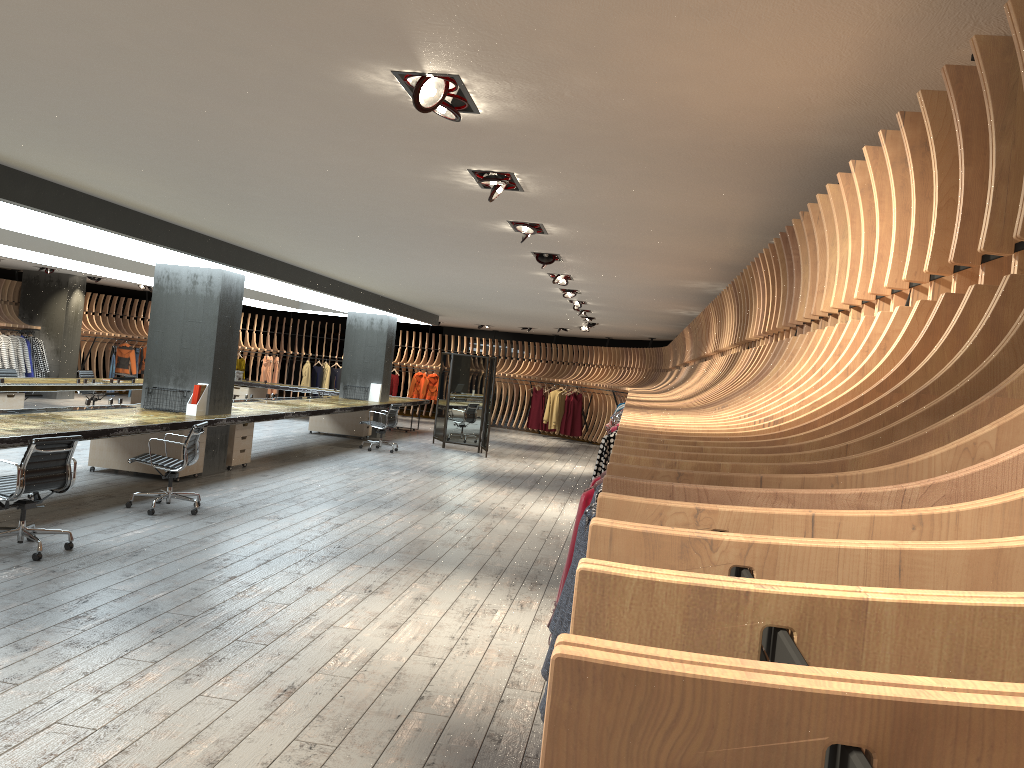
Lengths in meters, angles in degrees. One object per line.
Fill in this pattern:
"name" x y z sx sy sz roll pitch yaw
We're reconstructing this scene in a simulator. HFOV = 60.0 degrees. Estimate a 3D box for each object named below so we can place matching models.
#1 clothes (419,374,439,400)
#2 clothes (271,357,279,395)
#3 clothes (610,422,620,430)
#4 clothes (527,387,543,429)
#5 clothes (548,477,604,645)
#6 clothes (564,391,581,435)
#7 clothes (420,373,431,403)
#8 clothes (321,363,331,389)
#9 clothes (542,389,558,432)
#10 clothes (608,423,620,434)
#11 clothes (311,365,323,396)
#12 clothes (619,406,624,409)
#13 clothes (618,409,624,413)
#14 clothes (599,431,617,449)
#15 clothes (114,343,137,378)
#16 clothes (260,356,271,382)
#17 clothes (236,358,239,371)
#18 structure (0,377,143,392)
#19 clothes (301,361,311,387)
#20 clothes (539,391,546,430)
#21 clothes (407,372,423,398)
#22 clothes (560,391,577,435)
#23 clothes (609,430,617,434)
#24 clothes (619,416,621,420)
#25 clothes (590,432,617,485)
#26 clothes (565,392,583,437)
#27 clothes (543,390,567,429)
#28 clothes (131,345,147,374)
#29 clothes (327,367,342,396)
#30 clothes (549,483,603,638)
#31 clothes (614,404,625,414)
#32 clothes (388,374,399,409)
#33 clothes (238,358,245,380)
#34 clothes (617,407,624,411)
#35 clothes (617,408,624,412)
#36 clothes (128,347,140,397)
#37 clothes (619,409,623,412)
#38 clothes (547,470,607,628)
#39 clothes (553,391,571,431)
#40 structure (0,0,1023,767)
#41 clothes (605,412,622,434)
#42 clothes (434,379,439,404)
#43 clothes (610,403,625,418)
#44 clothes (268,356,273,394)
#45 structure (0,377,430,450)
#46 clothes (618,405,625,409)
"clothes" -2.303 0.134 25.467 0.201 0.881 0.839 6 0 38
"clothes" -6.715 -0.203 25.141 0.125 1.156 0.447 6 0 -28
"clothes" 1.190 0.980 8.776 0.840 1.312 0.320 6 0 27
"clothes" 0.664 0.648 23.727 0.444 1.129 0.126 6 0 5
"clothes" 0.581 0.999 3.722 0.840 1.317 0.318 6 0 15
"clothes" 1.583 0.761 22.546 0.444 1.129 0.126 6 0 5
"clothes" -2.495 0.113 25.563 0.201 0.881 0.839 6 0 13
"clothes" -5.403 -0.172 25.576 0.249 0.890 0.705 6 0 -42
"clothes" 1.038 0.693 23.273 0.443 1.129 0.127 6 0 -30
"clothes" 1.153 0.981 8.490 0.840 1.312 0.320 6 0 37
"clothes" -5.642 0.132 25.513 0.540 1.353 0.087 6 0 42
"clothes" 2.024 0.865 15.097 0.733 1.106 0.165 6 0 7
"clothes" 1.704 0.970 12.590 0.840 1.312 0.321 6 0 17
"clothes" 1.021 0.924 7.441 0.773 1.160 0.191 6 0 8
"clothes" -9.778 -0.593 22.368 0.840 0.881 0.200 6 0 23
"clothes" -6.970 -0.228 25.024 0.447 1.156 0.125 6 0 42
"clothes" -7.792 -0.241 24.516 0.665 1.045 0.168 6 0 39
"structure" -7.409 0.289 12.952 1.162 0.844 10.449 6 1 8
"clothes" -5.910 -0.222 25.435 0.250 0.890 0.705 6 0 -32
"clothes" 0.820 0.667 23.535 0.127 1.129 0.444 6 0 0
"clothes" -2.729 0.089 25.561 0.201 0.881 0.839 6 0 23
"clothes" 1.487 0.749 22.685 0.443 1.129 0.127 6 0 -20
"clothes" 1.046 0.922 7.732 0.773 1.160 0.191 6 0 28
"clothes" 1.493 1.098 11.054 0.539 1.353 0.087 6 0 7
"clothes" 0.978 0.923 7.220 0.773 1.160 0.191 6 0 -2
"clothes" 1.621 0.767 22.461 0.443 1.129 0.127 6 0 -20
"clothes" 1.232 0.676 23.028 0.777 1.053 0.151 6 0 8
"clothes" -9.437 -0.562 22.817 0.840 0.881 0.200 6 0 28
"clothes" -5.138 0.183 25.616 0.540 1.353 0.087 6 0 32
"clothes" 0.401 0.713 3.079 0.501 0.854 0.245 6 0 -8
"clothes" 2.160 0.810 16.063 0.734 0.937 0.164 6 0 11
"clothes" -3.491 0.357 25.680 0.093 1.338 0.552 6 0 -42
"clothes" -7.646 -0.228 24.625 0.665 1.045 0.168 6 0 39
"clothes" 1.993 0.861 14.531 0.715 1.088 0.257 6 0 3
"clothes" 1.935 0.861 14.097 0.715 1.088 0.256 6 0 13
"clothes" -9.642 -0.228 22.587 0.200 1.422 0.309 6 0 0
"clothes" 1.744 0.969 12.877 0.840 1.312 0.321 6 0 7
"clothes" 0.548 0.986 4.008 0.840 1.312 0.320 6 0 37
"clothes" 1.364 0.692 22.852 0.776 1.053 0.152 6 0 -42
"structure" -5.436 -0.305 8.372 14.885 2.440 36.548 6 1 8
"clothes" 1.581 0.856 11.759 0.759 1.030 0.179 6 0 -7
"clothes" -2.072 0.160 25.384 0.200 0.881 0.840 6 0 -12
"clothes" 2.211 0.823 16.661 0.738 0.971 0.167 6 0 16
"clothes" -6.866 -0.218 25.077 0.125 1.156 0.447 6 0 -23
"structure" -5.627 0.480 12.492 4.837 0.844 18.472 6 1 8
"clothes" 2.106 0.871 15.278 0.733 1.106 0.165 6 0 12
